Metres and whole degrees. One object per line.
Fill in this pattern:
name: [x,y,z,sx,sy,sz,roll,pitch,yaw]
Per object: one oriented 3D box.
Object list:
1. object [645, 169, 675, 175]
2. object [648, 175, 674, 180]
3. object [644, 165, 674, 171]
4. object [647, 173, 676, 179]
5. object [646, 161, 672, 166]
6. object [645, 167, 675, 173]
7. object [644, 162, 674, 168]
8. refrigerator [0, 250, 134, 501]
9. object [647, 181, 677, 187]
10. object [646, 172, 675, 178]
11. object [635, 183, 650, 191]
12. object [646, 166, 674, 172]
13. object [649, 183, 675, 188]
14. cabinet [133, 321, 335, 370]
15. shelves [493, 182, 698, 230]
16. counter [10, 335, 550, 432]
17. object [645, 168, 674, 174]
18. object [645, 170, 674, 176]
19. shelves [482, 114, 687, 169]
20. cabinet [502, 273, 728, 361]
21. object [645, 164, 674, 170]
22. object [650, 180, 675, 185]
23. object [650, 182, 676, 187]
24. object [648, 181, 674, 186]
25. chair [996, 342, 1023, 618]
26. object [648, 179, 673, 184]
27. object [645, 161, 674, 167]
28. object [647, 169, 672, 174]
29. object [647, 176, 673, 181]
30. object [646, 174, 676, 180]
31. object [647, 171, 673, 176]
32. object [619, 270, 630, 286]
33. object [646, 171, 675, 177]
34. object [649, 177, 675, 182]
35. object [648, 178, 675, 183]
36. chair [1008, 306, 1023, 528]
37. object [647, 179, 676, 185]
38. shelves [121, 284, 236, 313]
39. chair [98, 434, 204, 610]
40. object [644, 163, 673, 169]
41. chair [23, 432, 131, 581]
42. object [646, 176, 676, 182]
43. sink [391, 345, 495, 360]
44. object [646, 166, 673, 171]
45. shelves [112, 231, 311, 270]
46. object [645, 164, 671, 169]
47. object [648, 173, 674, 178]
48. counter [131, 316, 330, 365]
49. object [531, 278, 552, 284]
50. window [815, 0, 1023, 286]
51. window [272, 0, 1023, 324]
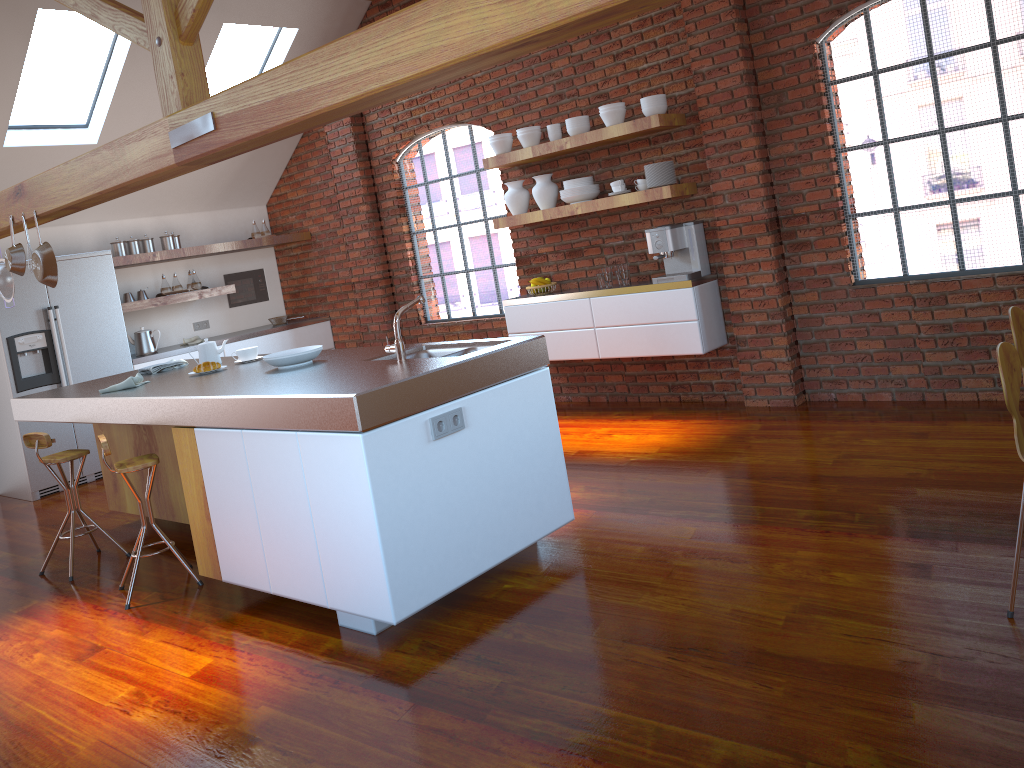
object: [0.966,-1.375,5.737,0.197,0.014,0.194,-15,11,-30]
object: [0.972,-1.340,5.738,0.197,0.014,0.194,-15,11,-30]
object: [0.961,-1.403,5.736,0.197,0.014,0.194,-15,11,-30]
object: [0.971,-1.348,5.738,0.197,0.014,0.194,-15,11,-30]
object: [0.957,-1.430,5.735,0.197,0.014,0.194,-15,11,-30]
object: [0.964,-1.389,5.736,0.197,0.014,0.194,-15,11,-30]
object: [0.958,-1.421,5.735,0.197,0.014,0.194,-15,11,-30]
refrigerator: [-3.618,-0.104,6.993,0.776,1.762,0.926,-7,5,42]
object: [0.979,-1.298,5.740,0.197,0.014,0.194,-15,11,-30]
object: [0.969,-1.358,5.738,0.197,0.014,0.194,-15,11,-30]
object: [0.886,-1.316,5.897,0.092,0.046,0.099,-12,8,-13]
object: [0.963,-1.393,5.736,0.197,0.014,0.194,-15,11,-30]
object: [0.981,-1.289,5.741,0.197,0.014,0.194,-15,11,-30]
cabinet: [-2.618,0.018,8.119,0.707,0.812,2.017,-5,9,42]
shelves: [0.540,-1.242,6.181,1.528,0.076,0.343,-1,12,42]
counter: [-1.343,0.003,4.334,3.126,0.129,1.041,-1,13,42]
object: [0.965,-1.384,5.737,0.197,0.014,0.194,-15,11,-30]
object: [0.967,-1.371,5.737,0.197,0.014,0.194,-15,11,-30]
shelves: [0.463,-1.687,6.163,1.528,0.076,0.343,-1,12,42]
cabinet: [0.677,-0.447,6.215,1.613,0.472,0.342,-2,9,42]
object: [0.961,-1.407,5.736,0.197,0.014,0.194,-15,11,-30]
object: [0.978,-1.307,5.740,0.197,0.014,0.194,-15,11,-30]
object: [0.980,-1.294,5.740,0.197,0.014,0.194,-15,11,-30]
object: [0.979,-1.303,5.740,0.197,0.014,0.194,-15,11,-30]
chair: [1.658,0.246,2.583,0.408,0.754,0.445,-7,5,37]
object: [0.976,-1.316,5.739,0.197,0.014,0.194,-15,11,-30]
object: [0.958,-1.425,5.735,0.197,0.014,0.194,-15,11,-30]
object: [0.965,-1.379,5.737,0.197,0.014,0.194,-15,11,-30]
object: [0.973,-1.335,5.739,0.197,0.014,0.194,-15,11,-30]
object: [0.972,-1.344,5.738,0.197,0.014,0.194,-15,11,-30]
object: [0.968,-1.366,5.737,0.197,0.014,0.194,-15,11,-30]
object: [0.773,-0.720,5.996,0.078,0.103,0.077,-13,6,-36]
object: [0.969,-1.362,5.738,0.197,0.014,0.194,-15,11,-30]
object: [0.975,-1.326,5.739,0.197,0.014,0.194,-15,11,-30]
object: [0.976,-1.321,5.739,0.197,0.014,0.194,-15,11,-30]
chair: [2.026,0.084,3.171,0.408,0.754,0.445,-7,5,37]
object: [0.977,-1.312,5.740,0.197,0.014,0.194,-15,11,-30]
shelves: [-3.085,-0.732,7.758,0.651,0.076,1.084,-1,12,41]
chair: [-1.697,0.577,4.074,0.342,0.746,0.337,-12,4,-28]
object: [0.959,-1.416,5.735,0.197,0.014,0.194,-15,11,-30]
chair: [-2.313,0.589,4.627,0.335,0.746,0.343,-7,5,37]
object: [0.974,-1.331,5.739,0.197,0.014,0.194,-15,11,-30]
sink: [-0.280,-0.027,3.801,0.610,0.198,0.415,-2,11,42]
object: [0.962,-1.398,5.736,0.197,0.014,0.194,-15,11,-30]
shelves: [-2.854,-1.215,8.083,0.651,0.076,2.011,-1,12,41]
object: [0.960,-1.412,5.735,0.197,0.014,0.194,-15,11,-30]
object: [0.970,-1.353,5.738,0.197,0.014,0.194,-15,11,-30]
counter: [-2.690,-0.405,8.101,0.710,0.044,2.017,-1,13,41]
object: [0.220,-0.750,6.517,0.184,0.084,0.066,-11,5,-10]
window: [2.379,-1.404,4.845,1.260,1.661,0.085,-5,5,42]
window: [3.521,-1.727,6.903,17.310,9.851,3.683,-5,5,32]
